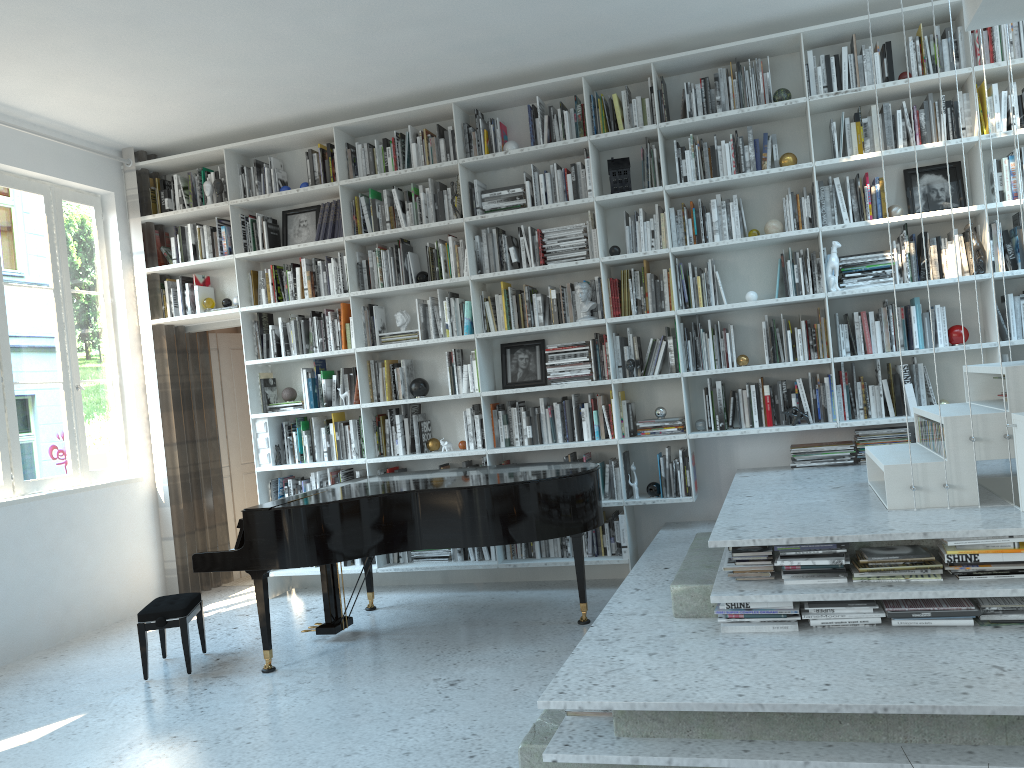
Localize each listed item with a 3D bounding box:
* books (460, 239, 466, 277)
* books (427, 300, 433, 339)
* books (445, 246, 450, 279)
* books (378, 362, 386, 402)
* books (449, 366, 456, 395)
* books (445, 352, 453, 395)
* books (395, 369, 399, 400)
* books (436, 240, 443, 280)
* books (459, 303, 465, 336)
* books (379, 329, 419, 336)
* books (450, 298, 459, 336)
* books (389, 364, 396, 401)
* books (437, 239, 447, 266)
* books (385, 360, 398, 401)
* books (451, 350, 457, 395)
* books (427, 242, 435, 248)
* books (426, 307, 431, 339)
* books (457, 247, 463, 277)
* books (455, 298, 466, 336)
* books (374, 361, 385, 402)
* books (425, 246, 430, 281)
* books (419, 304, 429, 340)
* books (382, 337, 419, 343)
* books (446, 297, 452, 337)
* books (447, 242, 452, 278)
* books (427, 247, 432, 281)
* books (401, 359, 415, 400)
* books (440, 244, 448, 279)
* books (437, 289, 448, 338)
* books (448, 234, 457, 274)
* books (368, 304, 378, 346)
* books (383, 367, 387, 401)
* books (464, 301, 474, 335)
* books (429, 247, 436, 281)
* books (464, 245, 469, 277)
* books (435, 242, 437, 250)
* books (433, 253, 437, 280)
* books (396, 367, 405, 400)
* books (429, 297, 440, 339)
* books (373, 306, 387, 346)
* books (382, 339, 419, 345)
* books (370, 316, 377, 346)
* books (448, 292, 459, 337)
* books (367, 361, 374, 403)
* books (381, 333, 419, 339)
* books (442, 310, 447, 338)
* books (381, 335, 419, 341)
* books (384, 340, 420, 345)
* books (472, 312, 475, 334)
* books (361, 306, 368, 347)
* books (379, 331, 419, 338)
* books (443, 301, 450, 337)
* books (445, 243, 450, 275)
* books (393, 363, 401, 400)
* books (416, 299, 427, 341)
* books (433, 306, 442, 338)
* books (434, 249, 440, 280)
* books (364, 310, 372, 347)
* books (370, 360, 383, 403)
[{"bbox_3d":[-0.295,-0.806,5.799,0.022,0.257,0.155,-5,0,17],"label":"books"},{"bbox_3d":[-0.511,-0.419,5.886,0.022,0.267,0.151,-5,0,17],"label":"books"},{"bbox_3d":[-0.401,-0.786,5.852,0.011,0.236,0.130,-5,0,17],"label":"books"},{"bbox_3d":[-0.853,-0.014,6.001,0.036,0.263,0.166,-5,0,17],"label":"books"},{"bbox_3d":[-0.371,-0.023,5.853,0.025,0.186,0.154,-5,0,17],"label":"books"},{"bbox_3d":[-0.392,-0.071,5.862,0.012,0.285,0.159,-5,0,17],"label":"books"},{"bbox_3d":[-0.739,0.002,5.966,0.011,0.208,0.180,-5,0,17],"label":"books"},{"bbox_3d":[-0.458,-0.800,5.855,0.005,0.275,0.157,-5,0,17],"label":"books"},{"bbox_3d":[-0.301,-0.416,5.835,0.026,0.219,0.150,-5,0,17],"label":"books"},{"bbox_3d":[-0.732,-0.343,5.954,0.285,0.012,0.159,-6,0,13],"label":"books"},{"bbox_3d":[-0.353,-0.432,5.829,0.023,0.260,0.170,-5,0,17],"label":"books"},{"bbox_3d":[-0.778,-0.012,5.982,0.014,0.244,0.153,-5,0,17],"label":"books"},{"bbox_3d":[-0.438,-0.808,5.860,0.033,0.287,0.155,-5,0,17],"label":"books"},{"bbox_3d":[-0.805,-0.025,5.968,0.026,0.274,0.190,-5,0,17],"label":"books"},{"bbox_3d":[-0.356,-0.078,5.858,0.011,0.291,0.155,-5,0,17],"label":"books"},{"bbox_3d":[-0.522,-0.794,5.891,0.012,0.276,0.129,-5,0,17],"label":"books"},{"bbox_3d":[-0.527,-0.398,5.908,0.024,0.227,0.137,-5,0,17],"label":"books"},{"bbox_3d":[-0.312,-0.784,5.815,0.024,0.216,0.142,-5,0,17],"label":"books"},{"bbox_3d":[-0.325,-0.432,5.841,0.022,0.256,0.152,-5,0,17],"label":"books"},{"bbox_3d":[-0.881,-0.017,6.017,0.026,0.275,0.154,-5,0,17],"label":"books"},{"bbox_3d":[-0.531,-0.782,5.886,0.005,0.254,0.161,-5,0,17],"label":"books"},{"bbox_3d":[-0.562,-0.404,5.888,0.030,0.247,0.174,-5,0,17],"label":"books"},{"bbox_3d":[-0.727,-0.294,5.955,0.254,0.012,0.161,-6,0,13],"label":"books"},{"bbox_3d":[-0.383,-0.431,5.828,0.012,0.265,0.192,-5,0,17],"label":"books"},{"bbox_3d":[-0.380,-0.797,5.825,0.006,0.253,0.180,-5,0,17],"label":"books"},{"bbox_3d":[-0.516,-0.777,5.861,0.005,0.240,0.173,-5,0,17],"label":"books"},{"bbox_3d":[-0.694,-0.031,5.963,0.028,0.266,0.144,-5,0,17],"label":"books"},{"bbox_3d":[-0.423,-0.788,5.820,0.013,0.244,0.188,-5,0,17],"label":"books"},{"bbox_3d":[-0.443,-0.458,5.860,0.010,0.329,0.173,-5,0,17],"label":"books"},{"bbox_3d":[-0.376,-0.823,5.825,0.006,0.304,0.165,-5,0,17],"label":"books"},{"bbox_3d":[-0.933,-0.393,6.036,0.011,0.298,0.135,-5,0,17],"label":"books"},{"bbox_3d":[-0.821,0.000,5.995,0.025,0.228,0.153,-5,0,17],"label":"books"},{"bbox_3d":[-0.267,-0.424,5.800,0.060,0.227,0.179,-5,0,17],"label":"books"},{"bbox_3d":[-0.501,-0.776,5.847,0.005,0.236,0.178,-5,0,17],"label":"books"},{"bbox_3d":[-0.259,-0.800,5.766,0.064,0.237,0.208,-5,0,17],"label":"books"},{"bbox_3d":[-0.467,-0.795,5.869,0.009,0.267,0.149,-5,0,17],"label":"books"},{"bbox_3d":[-0.476,-0.760,5.864,0.011,0.200,0.162,-5,0,17],"label":"books"},{"bbox_3d":[-0.722,-0.004,5.957,0.028,0.216,0.175,-5,0,17],"label":"books"},{"bbox_3d":[-0.499,-0.430,5.870,0.012,0.286,0.167,-5,0,17],"label":"books"},{"bbox_3d":[-0.889,-0.387,6.005,0.021,0.278,0.136,-5,0,17],"label":"books"},{"bbox_3d":[-0.724,-0.282,5.963,0.254,0.012,0.161,-6,0,17],"label":"books"},{"bbox_3d":[-0.910,-0.351,6.019,0.034,0.209,0.136,-5,0,17],"label":"books"},{"bbox_3d":[-0.371,-0.450,5.833,0.011,0.301,0.178,-5,0,17],"label":"books"},{"bbox_3d":[-0.933,-0.017,6.037,0.012,0.285,0.159,-5,0,17],"label":"books"},{"bbox_3d":[-0.729,-0.319,5.957,0.254,0.012,0.161,-6,0,14],"label":"books"},{"bbox_3d":[-0.415,-0.390,5.869,0.025,0.189,0.140,-5,0,17],"label":"books"},{"bbox_3d":[-0.729,-0.306,5.953,0.254,0.012,0.161,-6,0,12],"label":"books"},{"bbox_3d":[-0.724,-0.270,5.959,0.285,0.012,0.159,-6,0,15],"label":"books"},{"bbox_3d":[-0.218,-0.405,5.804,0.027,0.181,0.142,-5,0,17],"label":"books"},{"bbox_3d":[-0.969,-0.383,6.035,0.012,0.285,0.159,-5,0,17],"label":"books"},{"bbox_3d":[-0.730,-0.331,5.959,0.285,0.012,0.159,-6,0,19],"label":"books"},{"bbox_3d":[-0.398,-0.421,5.843,0.028,0.247,0.170,-5,0,17],"label":"books"},{"bbox_3d":[-0.393,-0.795,5.836,0.017,0.253,0.139,-5,0,17],"label":"books"},{"bbox_3d":[-0.754,-0.016,5.991,0.028,0.248,0.142,-5,0,17],"label":"books"},{"bbox_3d":[-0.592,-0.420,5.902,0.012,0.285,0.159,-5,0,17],"label":"books"},{"bbox_3d":[-0.463,-0.403,5.877,0.048,0.225,0.149,-5,0,17],"label":"books"},{"bbox_3d":[-0.467,-0.770,5.836,0.006,0.216,0.181,-5,0,17],"label":"books"},{"bbox_3d":[-0.953,-0.371,6.024,0.024,0.257,0.134,-5,0,17],"label":"books"},{"bbox_3d":[-0.907,-0.019,6.020,0.025,0.284,0.145,-5,0,17],"label":"books"}]
